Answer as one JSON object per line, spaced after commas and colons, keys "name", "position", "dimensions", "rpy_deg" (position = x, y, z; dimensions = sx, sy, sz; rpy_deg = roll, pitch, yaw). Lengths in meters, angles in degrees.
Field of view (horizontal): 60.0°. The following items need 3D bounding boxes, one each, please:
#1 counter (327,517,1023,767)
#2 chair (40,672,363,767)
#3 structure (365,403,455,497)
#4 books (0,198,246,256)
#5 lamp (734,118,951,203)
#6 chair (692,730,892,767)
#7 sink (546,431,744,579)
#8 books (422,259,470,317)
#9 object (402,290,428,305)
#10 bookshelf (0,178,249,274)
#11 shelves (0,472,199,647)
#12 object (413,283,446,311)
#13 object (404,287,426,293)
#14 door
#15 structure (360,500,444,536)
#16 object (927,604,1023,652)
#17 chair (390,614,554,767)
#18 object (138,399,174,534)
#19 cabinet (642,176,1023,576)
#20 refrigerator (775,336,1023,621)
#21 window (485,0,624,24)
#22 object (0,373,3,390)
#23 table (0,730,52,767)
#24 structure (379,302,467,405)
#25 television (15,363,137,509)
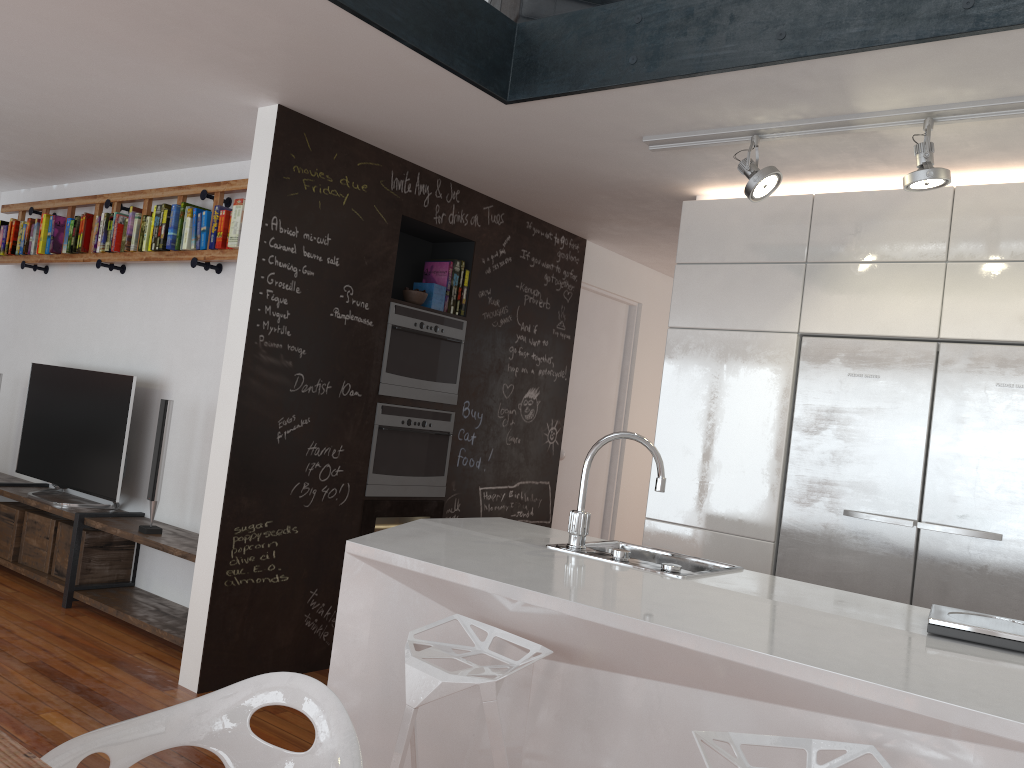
{"name": "counter", "position": [0.512, 1.013, 2.437], "dimensions": [2.289, 0.903, 0.956], "rpy_deg": [5, -3, 38]}
{"name": "chair", "position": [-0.588, 0.936, 1.613], "dimensions": [0.577, 0.710, 0.505], "rpy_deg": [6, -3, 28]}
{"name": "structure", "position": [-0.499, 0.354, 4.577], "dimensions": [0.052, 0.462, 0.585], "rpy_deg": [5, -3, 38]}
{"name": "books", "position": [-1.100, -1.633, 4.810], "dimensions": [5.671, 1.974, 0.733], "rpy_deg": [6, -3, 27]}
{"name": "lamp", "position": [1.367, -0.770, 3.002], "dimensions": [1.324, 0.254, 0.154], "rpy_deg": [5, -3, 38]}
{"name": "chair", "position": [0.486, 1.043, 1.505], "dimensions": [0.492, 0.765, 0.428], "rpy_deg": [7, -2, -7]}
{"name": "sink", "position": [0.447, 0.450, 2.876], "dimensions": [0.492, 0.570, 0.459], "rpy_deg": [5, -3, 38]}
{"name": "books", "position": [-0.380, -0.532, 4.874], "dimensions": [0.230, 0.303, 0.152], "rpy_deg": [5, -3, 38]}
{"name": "object", "position": [-0.506, -0.441, 4.596], "dimensions": [0.132, 0.069, 0.132], "rpy_deg": [8, -2, -19]}
{"name": "bookshelf", "position": [-2.417, -0.915, 5.409], "dimensions": [2.983, 0.465, 0.161], "rpy_deg": [5, -3, 38]}
{"name": "shelves", "position": [-2.689, 0.921, 5.250], "dimensions": [3.473, 0.506, 0.414], "rpy_deg": [5, -3, 38]}
{"name": "object", "position": [-0.446, -0.462, 4.733], "dimensions": [0.136, 0.136, 0.110], "rpy_deg": [6, -3, 31]}
{"name": "object", "position": [-0.494, -0.474, 4.593], "dimensions": [0.116, 0.042, 0.077], "rpy_deg": [9, -3, -39]}
{"name": "door", "position": [0.491, 0.480, 6.056], "dimensions": [0.120, 2.236, 0.823], "rpy_deg": [5, -3, 38]}
{"name": "structure", "position": [-0.572, 0.981, 4.548], "dimensions": [0.081, 0.763, 0.582], "rpy_deg": [5, -3, 38]}
{"name": "object", "position": [1.211, 0.613, 2.221], "dimensions": [0.298, 0.036, 0.325], "rpy_deg": [6, -3, 28]}
{"name": "chair", "position": [-0.184, 0.983, 2.111], "dimensions": [0.428, 0.765, 0.492], "rpy_deg": [9, -3, -42]}
{"name": "object", "position": [-1.817, 0.423, 4.571], "dimensions": [0.089, 0.687, 0.089], "rpy_deg": [9, -3, -42]}
{"name": "cabinet", "position": [1.905, 0.437, 3.873], "dimensions": [2.404, 2.506, 0.946], "rpy_deg": [5, -3, 38]}
{"name": "refrigerator", "position": [1.589, 0.727, 3.499], "dimensions": [1.119, 1.811, 0.142], "rpy_deg": [5, -3, 38]}
{"name": "window", "position": [0.626, -1.353, 2.013], "dimensions": [2.700, 0.035, 1.546], "rpy_deg": [5, -3, 38]}
{"name": "object", "position": [-3.433, 0.270, 5.841], "dimensions": [0.089, 0.687, 0.089], "rpy_deg": [6, -2, 23]}
{"name": "table", "position": [-1.154, 0.831, 0.981], "dimensions": [1.910, 0.735, 0.969], "rpy_deg": [5, -3, 38]}
{"name": "structure", "position": [-0.436, -0.145, 4.597], "dimensions": [0.052, 0.462, 0.585], "rpy_deg": [5, -3, 38]}
{"name": "television", "position": [-2.605, 0.302, 5.276], "dimensions": [1.230, 0.786, 0.298], "rpy_deg": [5, -3, 38]}
